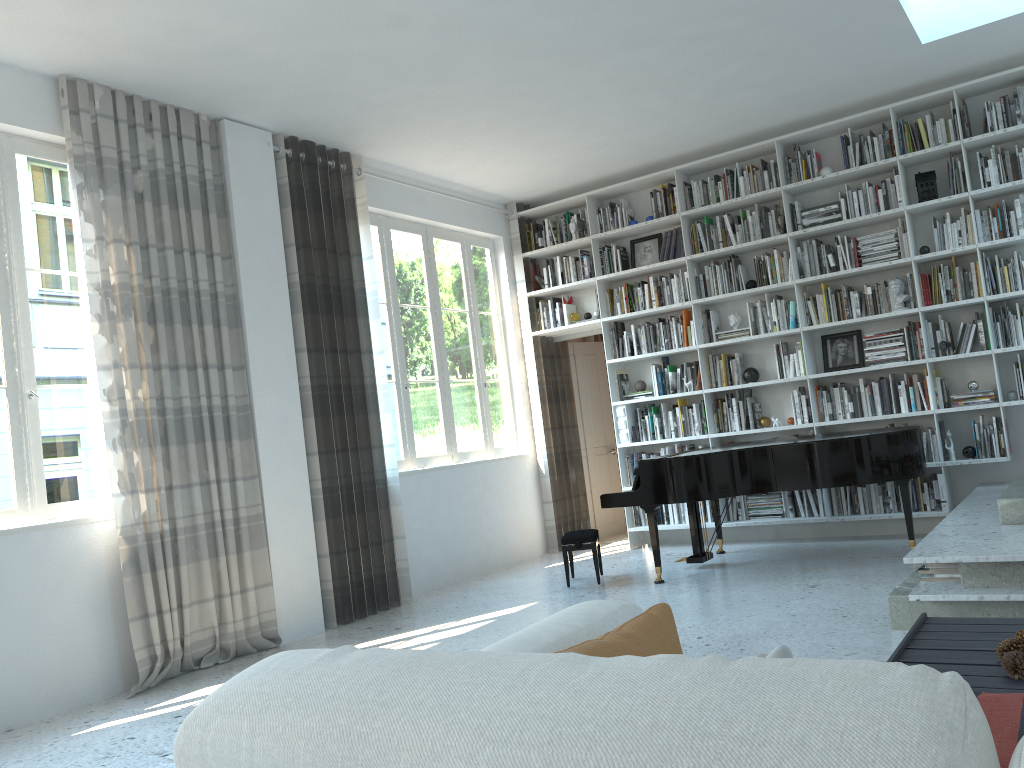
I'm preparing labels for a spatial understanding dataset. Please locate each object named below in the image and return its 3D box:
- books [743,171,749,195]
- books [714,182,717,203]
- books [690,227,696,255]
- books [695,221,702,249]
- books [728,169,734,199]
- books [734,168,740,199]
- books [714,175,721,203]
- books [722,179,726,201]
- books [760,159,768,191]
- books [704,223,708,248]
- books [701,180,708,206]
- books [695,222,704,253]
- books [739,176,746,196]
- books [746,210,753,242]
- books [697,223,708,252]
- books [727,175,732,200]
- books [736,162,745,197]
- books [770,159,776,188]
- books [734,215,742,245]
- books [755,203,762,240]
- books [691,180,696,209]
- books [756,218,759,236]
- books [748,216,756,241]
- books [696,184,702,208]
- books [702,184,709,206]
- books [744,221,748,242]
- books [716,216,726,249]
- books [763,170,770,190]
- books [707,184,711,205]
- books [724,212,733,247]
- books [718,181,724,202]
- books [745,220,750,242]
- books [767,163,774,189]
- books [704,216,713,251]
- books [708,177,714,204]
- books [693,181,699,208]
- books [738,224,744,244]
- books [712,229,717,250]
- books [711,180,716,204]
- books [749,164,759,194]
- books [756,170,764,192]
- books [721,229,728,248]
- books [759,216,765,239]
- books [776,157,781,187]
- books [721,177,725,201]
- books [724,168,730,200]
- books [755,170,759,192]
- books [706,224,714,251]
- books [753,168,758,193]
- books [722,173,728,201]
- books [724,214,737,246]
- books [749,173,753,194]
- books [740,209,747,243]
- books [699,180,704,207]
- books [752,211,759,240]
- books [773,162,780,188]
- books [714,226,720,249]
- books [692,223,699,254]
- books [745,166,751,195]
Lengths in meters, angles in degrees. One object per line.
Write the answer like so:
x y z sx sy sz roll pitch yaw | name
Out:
1.924 -1.599 7.183 0.026 0.235 0.134 -9 -4 33 | books
1.712 -1.554 7.335 0.012 0.216 0.150 -9 -4 33 | books
1.542 -1.178 7.423 0.023 0.256 0.174 -9 -4 33 | books
1.584 -1.209 7.437 0.014 0.308 0.130 -9 -4 33 | books
1.819 -1.604 7.238 0.013 0.276 0.164 -9 -4 33 | books
1.844 -1.606 7.219 0.052 0.272 0.172 -9 -4 33 | books
1.725 -1.583 7.325 0.028 0.267 0.151 -9 -4 33 | books
1.770 -1.565 7.272 0.011 0.215 0.160 -9 -4 33 | books
2.038 -1.644 7.097 0.013 0.285 0.159 -9 -4 33 | books
1.648 -1.196 7.367 0.011 0.260 0.157 -9 -4 33 | books
1.624 -1.558 7.369 0.012 0.249 0.174 -9 -4 33 | books
1.583 -1.199 7.411 0.010 0.287 0.148 -9 -4 33 | books
1.898 -1.573 7.191 0.031 0.190 0.181 -9 -4 33 | books
1.950 -1.258 7.181 0.026 0.286 0.137 -9 -4 33 | books
1.619 -1.198 7.395 0.067 0.274 0.168 -9 -4 33 | books
1.812 -1.581 7.261 0.029 0.235 0.130 -9 -4 33 | books
1.876 -1.632 7.213 0.014 0.315 0.166 -9 -4 33 | books
2.110 -1.642 7.064 0.030 0.261 0.151 -9 -4 33 | books
1.865 -1.234 7.231 0.027 0.265 0.168 -9 -4 33 | books
2.004 -1.282 7.121 0.011 0.313 0.183 -9 -4 33 | books
1.558 -1.560 7.442 0.021 0.279 0.140 -9 -4 33 | books
2.005 -1.239 7.135 0.013 0.231 0.141 -9 -4 33 | books
1.960 -1.231 7.147 0.021 0.226 0.191 -9 -4 33 | books
1.593 -1.538 7.392 0.023 0.220 0.181 -9 -4 33 | books
1.637 -1.540 7.346 0.029 0.208 0.178 -9 -4 33 | books
1.932 -1.217 7.210 0.024 0.212 0.128 -9 -4 33 | books
1.738 -1.228 7.306 0.023 0.293 0.155 -9 -4 33 | books
2.059 -1.597 7.077 0.031 0.184 0.176 -9 -4 33 | books
1.662 -1.543 7.345 0.015 0.207 0.166 -9 -4 33 | books
1.789 -1.246 7.293 0.013 0.315 0.135 -9 -4 33 | books
1.748 -1.553 7.300 0.030 0.201 0.152 -9 -4 33 | books
1.932 -1.217 7.178 0.010 0.208 0.173 -9 -4 33 | books
2.084 -1.627 7.072 0.026 0.237 0.149 -9 -4 33 | books
1.649 -1.225 7.355 0.012 0.315 0.171 -9 -4 33 | books
1.670 -1.573 7.342 0.010 0.264 0.160 -9 -4 33 | books
1.571 -1.552 7.411 0.031 0.254 0.145 -9 -4 33 | books
1.889 -1.195 7.208 0.028 0.180 0.168 -9 -4 33 | books
1.704 -1.175 7.338 0.024 0.201 0.153 -9 -4 33 | books
1.701 -1.561 7.353 0.025 0.234 0.129 -9 -4 33 | books
1.964 -1.623 7.135 0.014 0.266 0.192 -9 -4 33 | books
2.009 -1.597 7.096 0.026 0.200 0.187 -9 -4 33 | books
1.773 -1.176 7.296 0.034 0.180 0.160 -9 -4 33 | books
2.036 -1.235 7.127 0.024 0.213 0.150 -9 -4 33 | books
2.142 -1.652 7.027 0.014 0.267 0.171 -9 -4 33 | books
1.762 -1.573 7.286 0.013 0.234 0.154 -9 -4 33 | books
1.786 -1.609 7.264 0.010 0.298 0.151 -9 -4 33 | books
1.994 -1.598 7.109 0.013 0.207 0.178 -9 -4 33 | books
1.671 -1.191 7.343 0.031 0.241 0.181 -9 -4 33 | books
1.985 -1.607 7.130 0.021 0.228 0.161 -9 -4 33 | books
1.778 -1.584 7.267 0.013 0.251 0.183 -9 -4 33 | books
1.813 -1.237 7.247 0.075 0.285 0.178 -9 -4 33 | books
1.964 -1.594 7.168 0.029 0.213 0.141 -9 -4 33 | books
1.898 -1.261 7.201 0.012 0.307 0.145 -9 -4 33 | books
1.612 -1.557 7.382 0.023 0.251 0.170 -9 -4 33 | books
1.988 -1.252 7.149 0.028 0.260 0.135 -9 -4 33 | books
2.124 -1.628 7.030 0.026 0.225 0.172 -9 -4 33 | books
1.721 -1.187 7.318 0.029 0.218 0.157 -9 -4 33 | books
1.563 -1.194 7.426 0.013 0.283 0.158 -9 -4 33 | books
1.939 -1.619 7.174 0.014 0.269 0.156 -9 -4 33 | books
